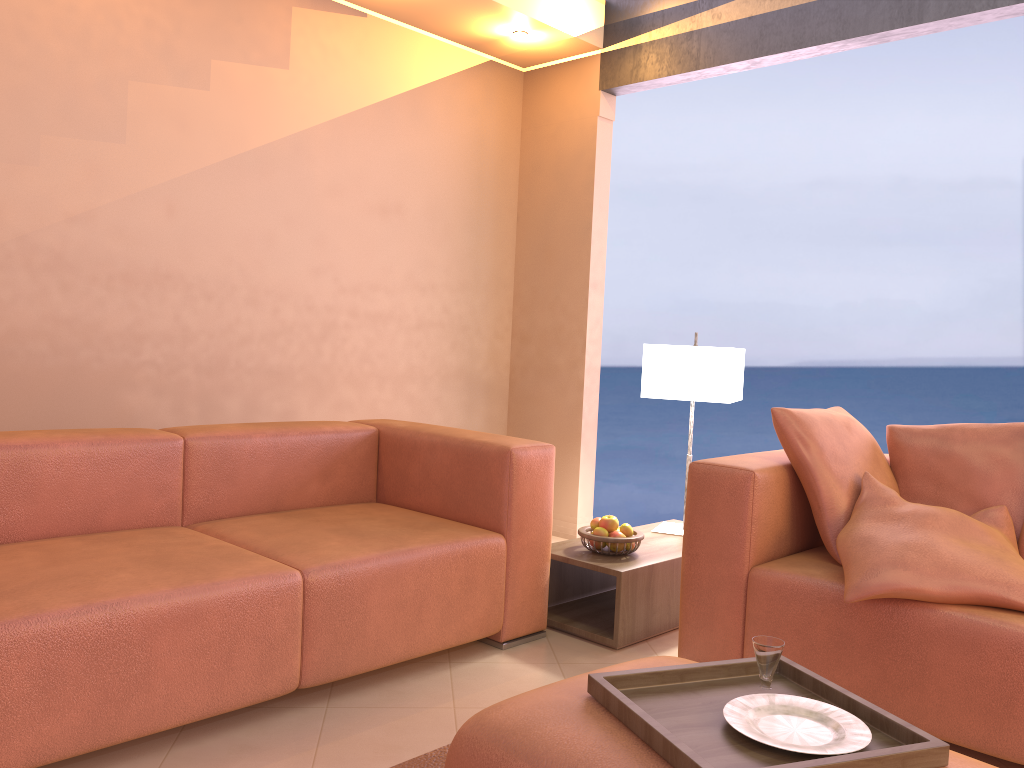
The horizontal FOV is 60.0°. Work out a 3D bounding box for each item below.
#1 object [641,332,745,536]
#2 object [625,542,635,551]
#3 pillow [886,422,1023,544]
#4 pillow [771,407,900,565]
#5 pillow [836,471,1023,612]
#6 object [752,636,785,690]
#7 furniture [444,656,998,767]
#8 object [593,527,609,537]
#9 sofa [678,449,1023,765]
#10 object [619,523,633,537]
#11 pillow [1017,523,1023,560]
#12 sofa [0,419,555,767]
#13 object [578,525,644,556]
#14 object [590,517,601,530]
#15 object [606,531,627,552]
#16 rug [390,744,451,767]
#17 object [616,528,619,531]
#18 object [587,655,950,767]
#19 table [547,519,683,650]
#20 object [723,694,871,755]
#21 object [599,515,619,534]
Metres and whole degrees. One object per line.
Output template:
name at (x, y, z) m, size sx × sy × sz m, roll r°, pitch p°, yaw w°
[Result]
object at (0.718, 0.193, 3.561) m, size 0.344 × 0.799 × 0.344 m, roll 4°, pitch 3°, yaw 22°
object at (0.412, 0.565, 3.133) m, size 0.046 × 0.046 × 0.055 m, roll 4°, pitch 3°, yaw 21°
pillow at (1.398, 0.319, 2.726) m, size 0.492 × 0.446 × 0.255 m, roll 4°, pitch 3°, yaw 27°
pillow at (1.053, 0.306, 2.797) m, size 0.314 × 0.455 × 0.519 m, roll 5°, pitch 3°, yaw 40°
pillow at (1.156, 0.421, 2.419) m, size 0.517 × 0.292 × 0.514 m, roll 3°, pitch 3°, yaw 13°
object at (0.487, 0.536, 1.694) m, size 0.061 × 0.091 × 0.061 m, roll 4°, pitch 3°, yaw 28°
furniture at (0.541, 0.754, 1.312) m, size 0.685 × 0.301 × 1.291 m, roll 0°, pitch 3°, yaw -41°
object at (0.310, 0.523, 3.096) m, size 0.055 × 0.047 × 0.045 m, roll 4°, pitch 3°, yaw 21°
sofa at (1.813, 0.642, 2.112) m, size 2.781 × 0.672 × 0.943 m, roll 5°, pitch 4°, yaw 44°
object at (0.403, 0.518, 3.127) m, size 0.051 × 0.053 × 0.045 m, roll 2°, pitch 3°, yaw -23°
pillow at (1.677, 0.347, 2.453) m, size 0.470 × 0.468 × 0.211 m, roll 5°, pitch 3°, yaw 39°
sofa at (-1.128, 0.493, 2.337) m, size 0.943 × 0.672 × 2.781 m, roll 5°, pitch 4°, yaw 44°
object at (0.350, 0.559, 3.150) m, size 0.235 × 0.071 × 0.235 m, roll 5°, pitch 3°, yaw 36°
object at (0.305, 0.500, 3.170) m, size 0.047 × 0.046 × 0.054 m, roll 4°, pitch 3°, yaw 30°
object at (0.365, 0.549, 3.097) m, size 0.072 × 0.076 × 0.074 m, roll 1°, pitch 3°, yaw -36°
rug at (0.513, 0.967, 0.966) m, size 2.626 × 0.005 × 1.833 m, roll 5°, pitch 4°, yaw 44°
object at (0.367, 0.547, 3.171) m, size 0.076 × 0.065 × 0.077 m, roll 1°, pitch 3°, yaw -35°
object at (0.418, 0.572, 1.527) m, size 0.436 × 0.034 × 0.421 m, roll 2°, pitch 3°, yaw -21°
table at (0.518, 0.728, 3.348) m, size 0.412 × 0.268 × 0.918 m, roll 5°, pitch 4°, yaw 44°
object at (0.480, 0.580, 1.501) m, size 0.240 × 0.018 × 0.240 m, roll 3°, pitch 3°, yaw 7°
object at (0.342, 0.496, 3.130) m, size 0.069 × 0.061 × 0.068 m, roll 3°, pitch 3°, yaw 5°
